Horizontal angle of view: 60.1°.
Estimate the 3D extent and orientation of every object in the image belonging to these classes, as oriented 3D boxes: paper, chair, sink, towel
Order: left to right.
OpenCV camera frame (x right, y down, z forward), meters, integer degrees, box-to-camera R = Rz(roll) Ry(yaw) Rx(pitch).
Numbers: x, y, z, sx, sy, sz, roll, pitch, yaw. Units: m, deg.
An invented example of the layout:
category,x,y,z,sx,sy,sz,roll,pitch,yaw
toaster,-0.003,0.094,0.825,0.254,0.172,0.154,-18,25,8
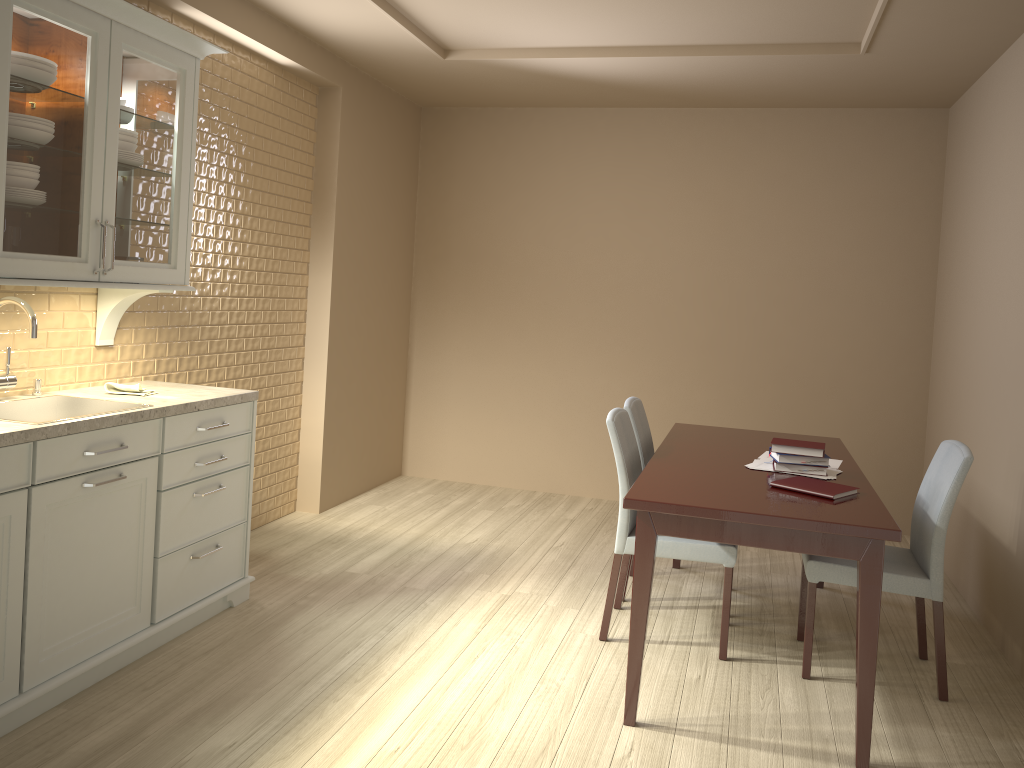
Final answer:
category,x,y,z,sx,sy,sz,roll,pitch,yaw
sink,-1.424,0.279,2.698,0.380,0.414,0.486,4,4,15
towel,-1.357,0.014,3.169,0.171,0.050,0.165,3,5,1
chair,0.602,0.530,3.363,0.506,0.826,0.400,4,2,15
chair,0.722,0.493,3.803,0.506,0.826,0.400,4,2,15
paper,1.016,0.306,3.190,0.291,0.001,0.210,6,6,25
paper,1.016,0.305,3.190,0.291,0.001,0.210,7,7,35
paper,1.016,0.304,3.190,0.291,0.001,0.210,7,7,30
paper,1.016,0.305,3.190,0.291,0.001,0.211,6,6,20
paper,1.114,0.291,3.414,0.291,0.001,0.210,6,6,25
chair,1.295,0.595,3.125,0.506,0.826,0.400,4,2,15

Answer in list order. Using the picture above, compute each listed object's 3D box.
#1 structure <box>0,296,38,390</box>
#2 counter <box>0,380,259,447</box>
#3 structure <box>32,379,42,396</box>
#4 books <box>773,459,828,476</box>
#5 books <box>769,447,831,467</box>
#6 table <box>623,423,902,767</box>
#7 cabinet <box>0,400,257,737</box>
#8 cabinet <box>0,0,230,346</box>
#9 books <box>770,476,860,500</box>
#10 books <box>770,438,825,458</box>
category,x,y,z,sx,sy,sz,roll,pitch,yaw
structure,-1.558,-0.104,2.744,0.211,0.336,0.142,5,2,25
counter,-1.524,0.112,2.443,0.523,0.035,2.204,5,6,15
structure,-1.594,0.012,2.968,0.029,0.056,0.029,3,3,-20
books,1.031,0.291,3.168,0.183,0.032,0.165,5,6,15
books,1.028,0.259,3.167,0.183,0.032,0.165,4,6,5
table,0.896,0.628,3.325,0.752,0.678,1.764,4,5,15
cabinet,-1.585,0.509,2.475,0.638,0.791,2.226,4,5,15
cabinet,-1.531,-0.614,2.420,0.411,1.109,1.934,4,5,15
books,0.975,0.333,2.844,0.193,0.017,0.216,-2,8,-45
books,1.024,0.227,3.168,0.183,0.032,0.165,5,6,20
